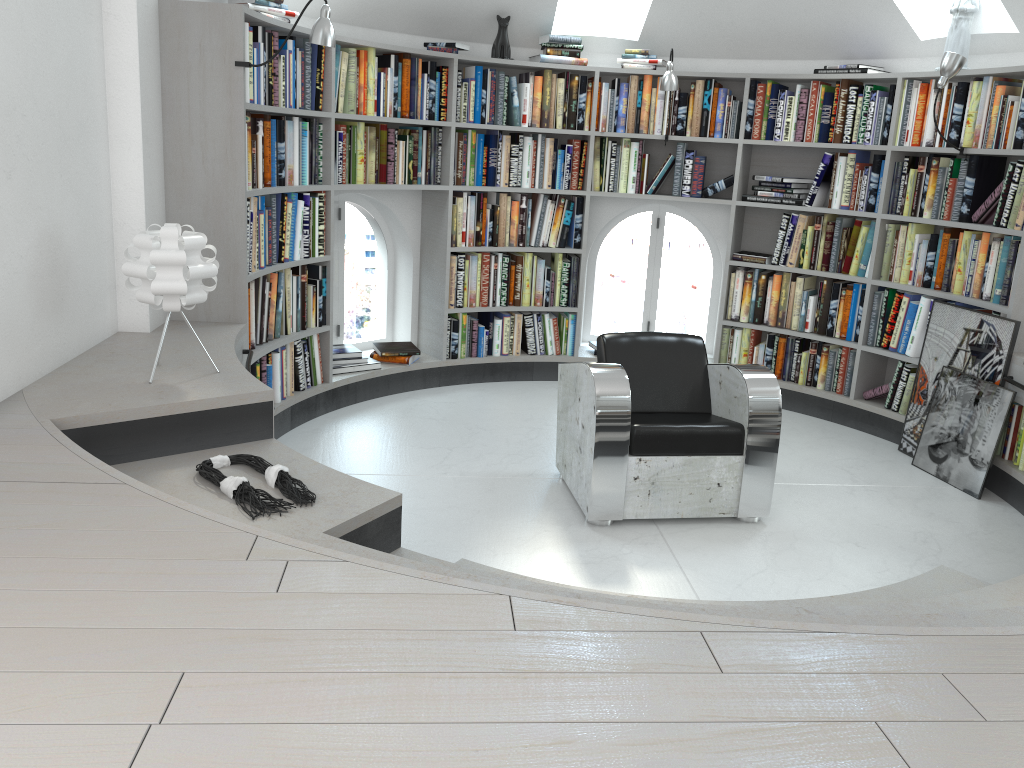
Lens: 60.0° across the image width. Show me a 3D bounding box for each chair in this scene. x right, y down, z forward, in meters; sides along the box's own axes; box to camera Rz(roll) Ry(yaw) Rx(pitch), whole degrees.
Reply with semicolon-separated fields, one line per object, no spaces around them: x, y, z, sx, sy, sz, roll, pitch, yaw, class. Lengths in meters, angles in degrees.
0.677;0.172;4.064;0.823;0.714;0.746;1;15;-10;chair

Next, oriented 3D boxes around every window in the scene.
-0.060;-0.738;5.989;3.231;1.143;0.621;-2;15;-19;window

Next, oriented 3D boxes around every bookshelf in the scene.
0.546;-0.902;5.113;4.332;1.868;2.123;2;14;-5;bookshelf

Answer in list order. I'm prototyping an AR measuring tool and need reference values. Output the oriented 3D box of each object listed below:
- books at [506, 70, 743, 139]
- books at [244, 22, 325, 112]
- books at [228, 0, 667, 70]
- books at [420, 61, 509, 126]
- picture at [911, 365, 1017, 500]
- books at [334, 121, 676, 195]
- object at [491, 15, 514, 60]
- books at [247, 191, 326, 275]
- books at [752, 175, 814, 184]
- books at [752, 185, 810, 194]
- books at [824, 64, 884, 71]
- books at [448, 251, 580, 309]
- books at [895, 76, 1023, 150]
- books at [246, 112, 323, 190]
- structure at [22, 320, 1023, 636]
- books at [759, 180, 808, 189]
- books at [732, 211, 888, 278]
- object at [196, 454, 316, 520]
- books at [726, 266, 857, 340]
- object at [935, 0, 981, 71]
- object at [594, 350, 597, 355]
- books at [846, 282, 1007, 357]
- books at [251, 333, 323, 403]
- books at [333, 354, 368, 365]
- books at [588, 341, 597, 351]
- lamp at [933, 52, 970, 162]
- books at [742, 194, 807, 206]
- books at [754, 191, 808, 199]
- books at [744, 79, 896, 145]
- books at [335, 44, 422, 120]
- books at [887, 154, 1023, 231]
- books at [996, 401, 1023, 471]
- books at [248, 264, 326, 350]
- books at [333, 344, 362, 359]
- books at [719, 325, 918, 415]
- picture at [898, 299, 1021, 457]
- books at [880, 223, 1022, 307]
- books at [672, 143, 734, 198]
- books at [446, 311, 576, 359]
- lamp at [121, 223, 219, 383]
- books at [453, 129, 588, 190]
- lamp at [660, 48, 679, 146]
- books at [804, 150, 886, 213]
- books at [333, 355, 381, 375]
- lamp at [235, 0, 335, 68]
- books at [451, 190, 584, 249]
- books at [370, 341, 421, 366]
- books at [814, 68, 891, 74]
0.710;-1.805;5.719;1.565;0.364;0.396;3;14;0;books
-1.214;-1.516;4.249;0.300;0.359;1.039;6;15;10;books
-0.303;-2.018;5.150;2.818;0.172;0.751;-7;18;-34;books
-0.342;-1.795;5.502;0.683;0.344;0.266;-5;16;-28;books
2.268;0.235;4.479;0.107;0.551;0.493;0;15;-15;picture
-0.116;-1.394;5.531;2.530;0.368;0.594;-4;16;-24;books
-0.050;-2.145;5.512;0.147;0.263;0.203;1;14;-9;object
-1.229;-0.773;4.414;0.261;0.357;1.026;6;15;11;books
1.724;-1.296;5.621;0.269;0.031;0.287;-4;17;-25;books
1.721;-1.236;5.636;0.270;0.031;0.287;-12;21;-44;books
2.032;-1.873;5.272;0.233;0.027;0.249;-6;18;-32;books
-0.005;-0.708;5.914;1.032;0.355;0.294;-2;15;-20;books
2.467;-1.403;4.606;0.293;0.360;1.020;-3;16;-22;books
-1.245;-1.147;4.359;0.303;0.345;1.095;6;15;10;books
0.617;0.203;3.957;4.726;0.688;4.725;15;19;38;structure
1.723;-1.266;5.629;0.214;0.036;0.227;-12;21;-44;books
1.878;-0.887;5.497;0.977;0.350;0.252;14;18;36;books
-0.764;0.290;2.620;0.218;0.081;0.475;-10;20;-41;object
1.797;-0.538;5.644;0.875;0.348;0.273;14;18;35;books
2.381;-1.897;4.709;0.179;0.469;0.180;4;14;3;object
0.697;-0.227;6.176;0.227;0.036;0.215;6;15;11;object
2.375;-0.306;4.916;0.304;0.356;1.191;-3;16;-24;books
-1.292;-0.073;4.652;0.283;0.317;0.924;6;15;12;books
-1.057;-0.168;5.434;0.269;0.031;0.287;-5;17;-28;books
0.699;-0.256;6.169;0.268;0.029;0.255;-1;16;-15;books
2.270;-1.404;4.504;0.275;0.522;0.113;0;14;-14;lamp
1.717;-1.174;5.651;0.389;0.042;0.367;13;18;33;books
1.719;-1.206;5.643;0.286;0.031;0.270;12;17;28;books
1.877;-1.645;5.368;0.972;0.365;0.307;15;18;37;books
-0.848;-1.714;5.049;0.270;0.370;0.795;14;18;36;books
2.448;-1.029;4.684;0.279;0.356;1.059;-2;16;-19;books
2.471;0.346;3.911;0.272;0.296;1.155;5;15;8;books
-1.302;-0.174;4.290;0.391;0.691;1.652;4;15;4;books
-1.055;-0.199;5.426;0.214;0.036;0.228;-5;17;-28;books
1.960;-0.118;5.519;0.360;0.309;1.504;-10;20;-42;books
2.307;0.035;4.619;0.090;0.857;0.582;0;15;-15;picture
2.435;-0.657;4.771;0.275;0.345;1.027;-2;16;-20;books
1.264;-1.381;5.758;0.399;0.338;0.225;7;14;14;books
-0.041;-0.356;5.989;1.019;0.304;0.289;-2;15;-20;books
-1.178;-0.290;3.082;0.305;0.521;0.307;-1;15;-16;lamp
0.011;-1.457;5.769;1.028;0.357;0.302;-2;15;-19;books
0.951;-1.761;5.473;0.113;0.563;0.360;4;14;1;lamp
2.071;-1.219;5.313;0.555;0.348;0.256;16;19;39;books
-1.059;-0.135;5.442;0.366;0.042;0.390;-9;19;-37;books
-0.968;-1.508;3.802;0.414;0.310;0.117;1;14;-8;lamp
0.004;-1.080;5.818;0.998;0.349;0.299;-3;15;-21;books
-0.738;-0.196;5.634;0.318;0.099;0.294;2;15;-4;books
2.031;-1.846;5.278;0.317;0.036;0.337;-10;20;-41;books
